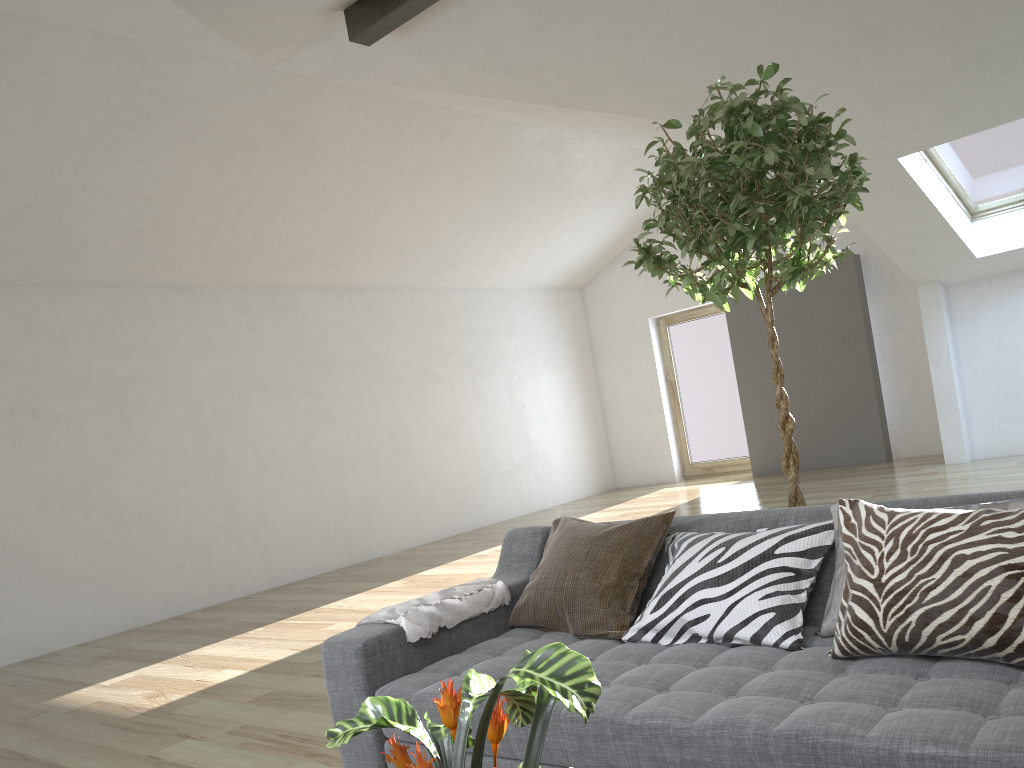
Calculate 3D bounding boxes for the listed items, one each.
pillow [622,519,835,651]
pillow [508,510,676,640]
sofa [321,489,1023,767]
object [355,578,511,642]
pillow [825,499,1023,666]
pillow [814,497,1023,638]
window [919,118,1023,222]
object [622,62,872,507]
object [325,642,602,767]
[{"bbox_3d":[0.584,0.546,2.395,0.563,0.284,0.355,-12,-2,41],"label":"pillow"},{"bbox_3d":[0.227,0.596,2.766,0.306,0.338,0.582,-10,-1,-39],"label":"pillow"},{"bbox_3d":[0.699,0.690,2.151,2.475,0.685,1.018,-12,-2,41],"label":"sofa"},{"bbox_3d":[-0.234,0.862,2.816,0.359,0.420,0.477,-10,0,44],"label":"object"},{"bbox_3d":[0.948,0.406,1.890,0.278,0.341,0.561,-10,-1,-45],"label":"pillow"},{"bbox_3d":[1.017,0.428,2.065,0.645,0.319,0.261,-12,-1,42],"label":"pillow"},{"bbox_3d":[3.866,-1.738,6.876,1.480,0.730,1.889,-12,-3,41],"label":"window"},{"bbox_3d":[0.844,0.024,2.899,0.799,2.026,0.812,-10,2,20],"label":"object"},{"bbox_3d":[-0.023,0.555,0.964,0.376,0.527,0.437,-10,0,16],"label":"object"}]
